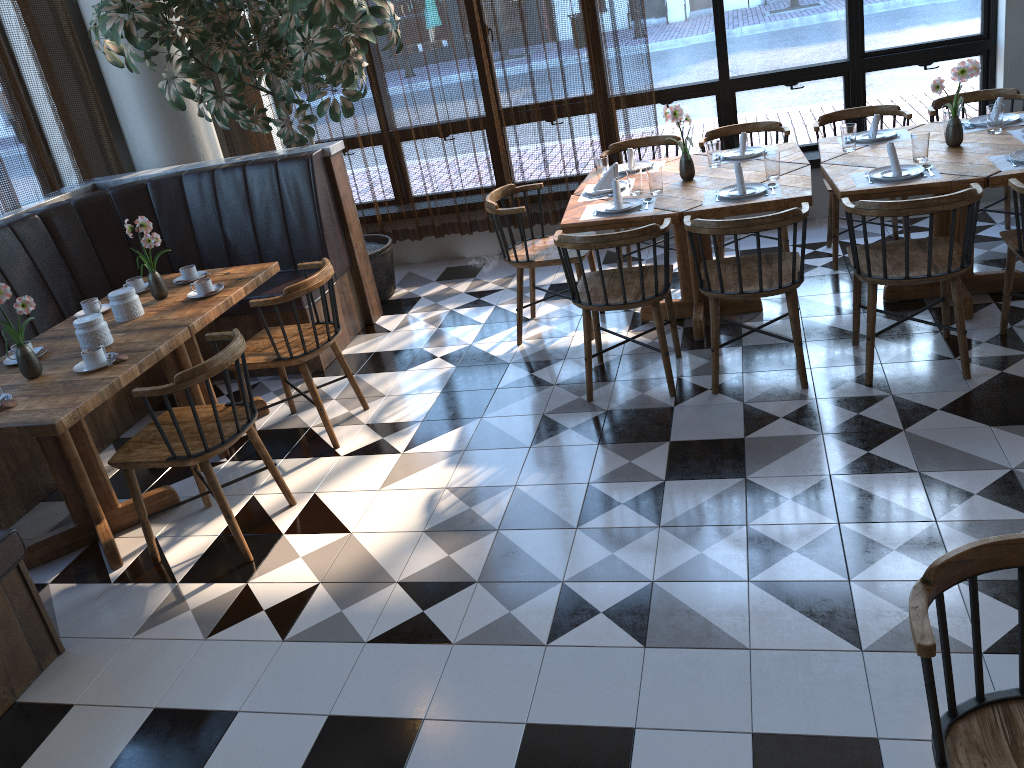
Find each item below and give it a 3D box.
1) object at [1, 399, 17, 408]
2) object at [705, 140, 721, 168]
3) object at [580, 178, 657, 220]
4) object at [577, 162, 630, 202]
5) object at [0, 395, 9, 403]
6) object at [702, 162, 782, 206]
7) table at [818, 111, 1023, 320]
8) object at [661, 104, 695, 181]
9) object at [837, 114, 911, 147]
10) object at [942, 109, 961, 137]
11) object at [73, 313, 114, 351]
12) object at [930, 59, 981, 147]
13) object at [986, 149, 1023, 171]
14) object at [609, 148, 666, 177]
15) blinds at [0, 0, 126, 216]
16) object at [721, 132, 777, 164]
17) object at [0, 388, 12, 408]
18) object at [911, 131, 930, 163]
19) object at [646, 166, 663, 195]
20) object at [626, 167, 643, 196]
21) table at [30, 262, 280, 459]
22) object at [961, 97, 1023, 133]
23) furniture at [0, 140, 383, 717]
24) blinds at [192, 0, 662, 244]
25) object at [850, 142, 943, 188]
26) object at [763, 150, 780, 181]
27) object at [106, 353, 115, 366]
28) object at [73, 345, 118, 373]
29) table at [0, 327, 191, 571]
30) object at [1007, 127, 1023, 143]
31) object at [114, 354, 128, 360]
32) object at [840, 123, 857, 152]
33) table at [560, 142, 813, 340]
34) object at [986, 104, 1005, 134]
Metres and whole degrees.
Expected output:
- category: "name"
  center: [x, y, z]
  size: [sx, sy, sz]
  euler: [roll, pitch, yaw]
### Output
- category: "object"
  center: [-1.860, 0.072, 3.276]
  size: [0.049, 0.025, 0.054]
  euler: [-9, 24, 6]
- category: "object"
  center: [1.071, -1.218, 4.699]
  size: [0.080, 0.130, 0.081]
  euler: [-10, 23, 2]
- category: "object"
  center: [0.505, -0.912, 4.270]
  size: [0.351, 0.135, 0.276]
  euler: [-4, 25, 16]
- category: "object"
  center: [0.490, -1.085, 4.653]
  size: [0.271, 0.135, 0.357]
  euler: [-4, 25, 16]
- category: "object"
  center: [-1.899, 0.080, 3.272]
  size: [0.034, 0.012, 0.158]
  euler: [-11, 24, 0]
- category: "object"
  center: [1.059, -0.949, 4.113]
  size: [0.351, 0.135, 0.276]
  euler: [-4, 25, 16]
- category: "table"
  center: [2.181, -0.794, 4.374]
  size: [1.213, 0.752, 1.235]
  euler: [-2, 25, 19]
- category: "object"
  center: [0.849, -1.231, 4.501]
  size: [0.146, 0.394, 0.210]
  euler: [-5, 24, 15]
- category: "object"
  center: [1.894, -1.353, 4.633]
  size: [0.351, 0.135, 0.276]
  euler: [-4, 25, 16]
- category: "object"
  center: [2.172, -1.288, 4.380]
  size: [0.080, 0.130, 0.081]
  euler: [-10, 23, 2]
- category: "object"
  center: [-1.774, -0.219, 3.750]
  size: [0.130, 0.127, 0.131]
  euler: [-23, 26, -26]
- category: "object"
  center: [2.069, -1.305, 4.138]
  size: [0.206, 0.394, 0.148]
  euler: [-2, 24, 20]
- category: "object"
  center: [2.247, -1.028, 3.775]
  size: [0.351, 0.135, 0.276]
  euler: [-4, 25, 16]
- category: "object"
  center: [0.671, -1.271, 4.980]
  size: [0.351, 0.135, 0.276]
  euler: [-4, 25, 16]
- category: "blinds"
  center: [-3.490, -1.010, 3.361]
  size: [0.155, 3.529, 5.632]
  euler: [-4, 25, 16]
- category: "object"
  center: [1.257, -1.310, 4.814]
  size: [0.351, 0.135, 0.276]
  euler: [-4, 25, 16]
- category: "object"
  center: [-1.960, 0.060, 3.293]
  size: [0.175, 0.066, 0.178]
  euler: [-7, 24, 8]
- category: "object"
  center: [1.875, -1.086, 4.067]
  size: [0.080, 0.130, 0.081]
  euler: [-10, 23, 2]
- category: "object"
  center: [0.712, -1.009, 4.397]
  size: [0.080, 0.130, 0.081]
  euler: [-10, 23, 2]
- category: "object"
  center: [0.620, -1.019, 4.460]
  size: [0.080, 0.130, 0.081]
  euler: [-10, 23, 2]
- category: "table"
  center: [-1.634, -0.072, 4.438]
  size: [0.849, 0.753, 0.864]
  euler: [-4, 25, 16]
- category: "object"
  center: [2.444, -1.389, 4.477]
  size: [0.351, 0.135, 0.276]
  euler: [-4, 25, 16]
- category: "furniture"
  center: [-2.300, -0.020, 4.147]
  size: [1.916, 1.133, 4.102]
  euler: [-4, 25, 16]
- category: "blinds"
  center: [-0.770, -2.697, 5.867]
  size: [3.195, 3.529, 0.158]
  euler: [-4, 24, 16]
- category: "object"
  center: [1.697, -0.991, 3.932]
  size: [0.351, 0.135, 0.276]
  euler: [-4, 25, 16]
- category: "object"
  center: [1.247, -1.044, 4.245]
  size: [0.080, 0.130, 0.081]
  euler: [-10, 23, 2]
- category: "object"
  center: [-1.593, -0.094, 3.520]
  size: [0.034, 0.012, 0.157]
  euler: [-20, 26, -18]
- category: "object"
  center: [-1.660, -0.104, 3.521]
  size: [0.177, 0.066, 0.177]
  euler: [-28, 29, -33]
- category: "table"
  center: [-1.821, 0.312, 3.682]
  size: [0.849, 0.753, 0.864]
  euler: [-4, 25, 16]
- category: "object"
  center: [2.486, -1.224, 4.098]
  size: [0.271, 0.135, 0.357]
  euler: [-4, 25, 16]
- category: "object"
  center: [-1.559, -0.107, 3.537]
  size: [0.049, 0.025, 0.054]
  euler: [-17, 25, -13]
- category: "object"
  center: [1.706, -1.246, 4.488]
  size: [0.080, 0.130, 0.081]
  euler: [-10, 23, 2]
- category: "table"
  center: [0.971, -0.714, 4.718]
  size: [1.213, 0.752, 1.235]
  euler: [-2, 25, 19]
- category: "object"
  center: [2.342, -1.283, 4.296]
  size: [0.080, 0.130, 0.081]
  euler: [-10, 23, 2]
